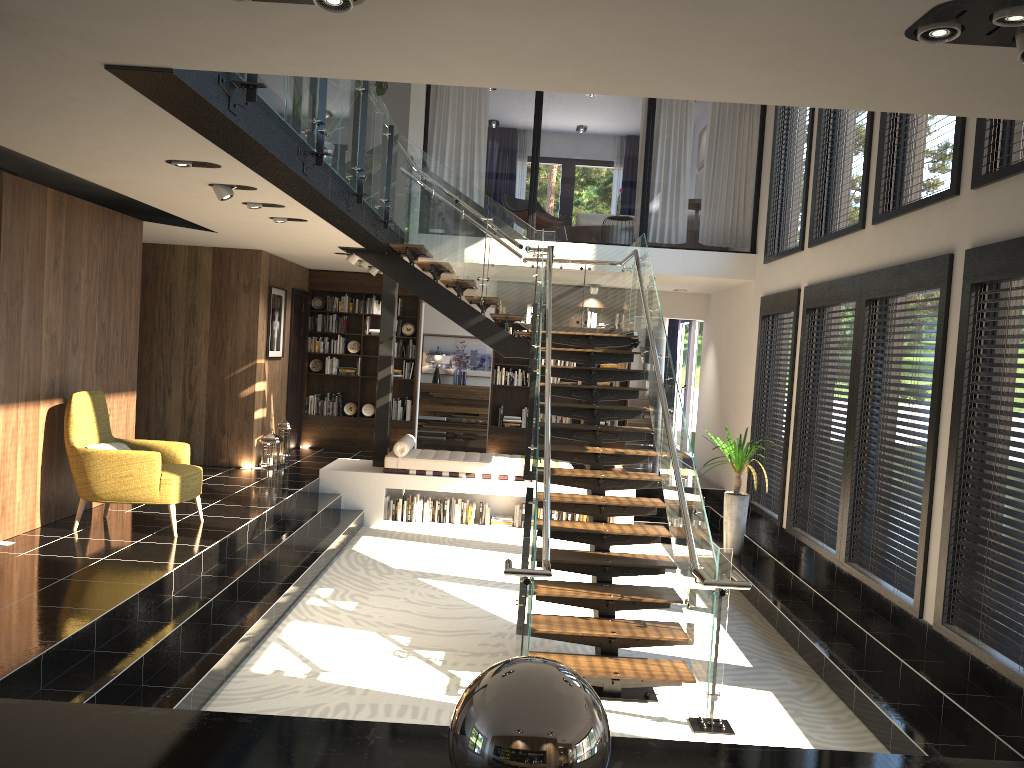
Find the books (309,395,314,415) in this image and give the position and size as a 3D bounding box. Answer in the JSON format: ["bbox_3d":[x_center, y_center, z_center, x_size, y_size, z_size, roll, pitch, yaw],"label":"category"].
[{"bbox_3d":[-3.063,0.320,13.531,0.014,0.282,0.232,4,3,0],"label":"books"}]

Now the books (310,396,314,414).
[{"bbox_3d":[-3.041,0.320,13.548,0.030,0.283,0.170,4,3,0],"label":"books"}]

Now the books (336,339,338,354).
[{"bbox_3d":[-2.645,-0.570,13.500,0.027,0.214,0.159,4,3,0],"label":"books"}]

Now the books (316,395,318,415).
[{"bbox_3d":[-2.964,0.316,13.548,0.018,0.302,0.195,4,3,0],"label":"books"}]

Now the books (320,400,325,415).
[{"bbox_3d":[-2.893,0.363,13.518,0.021,0.217,0.220,4,2,0],"label":"books"}]

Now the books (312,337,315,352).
[{"bbox_3d":[-2.998,-0.601,13.468,0.022,0.235,0.194,4,3,0],"label":"books"}]

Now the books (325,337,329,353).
[{"bbox_3d":[-2.811,-0.591,13.475,0.026,0.237,0.164,4,3,0],"label":"books"}]

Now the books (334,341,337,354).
[{"bbox_3d":[-2.672,-0.561,13.477,0.025,0.194,0.172,4,2,0],"label":"books"}]

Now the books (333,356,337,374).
[{"bbox_3d":[-2.695,-0.287,13.494,0.032,0.279,0.133,4,3,0],"label":"books"}]

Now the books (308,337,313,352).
[{"bbox_3d":[-3.069,-0.601,13.503,0.030,0.224,0.165,4,3,0],"label":"books"}]

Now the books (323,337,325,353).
[{"bbox_3d":[-2.842,-0.592,13.496,0.036,0.235,0.169,4,3,0],"label":"books"}]

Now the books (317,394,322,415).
[{"bbox_3d":[-2.945,0.316,13.542,0.020,0.304,0.189,4,3,0],"label":"books"}]

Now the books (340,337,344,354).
[{"bbox_3d":[-2.583,-0.588,13.478,0.021,0.260,0.197,4,3,0],"label":"books"}]

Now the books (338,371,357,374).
[{"bbox_3d":[-2.505,-0.179,13.509,0.266,0.021,0.152,3,2,-1],"label":"books"}]

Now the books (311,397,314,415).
[{"bbox_3d":[-3.016,0.330,13.517,0.022,0.269,0.215,4,3,0],"label":"books"}]

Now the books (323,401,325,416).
[{"bbox_3d":[-2.840,0.364,13.535,0.026,0.222,0.209,4,2,0],"label":"books"}]

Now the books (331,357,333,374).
[{"bbox_3d":[-2.723,-0.282,13.502,0.024,0.265,0.147,4,3,0],"label":"books"}]

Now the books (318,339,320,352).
[{"bbox_3d":[-2.924,-0.585,13.517,0.018,0.208,0.126,4,3,0],"label":"books"}]

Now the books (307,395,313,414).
[{"bbox_3d":[-3.086,0.314,13.563,0.032,0.288,0.179,4,3,0],"label":"books"}]

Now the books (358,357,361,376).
[{"bbox_3d":[-2.308,-0.266,13.477,0.018,0.286,0.157,4,3,0],"label":"books"}]

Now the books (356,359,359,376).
[{"bbox_3d":[-2.333,-0.256,13.502,0.032,0.262,0.157,4,3,0],"label":"books"}]

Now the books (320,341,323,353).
[{"bbox_3d":[-2.879,-0.567,13.483,0.035,0.181,0.164,4,2,0],"label":"books"}]

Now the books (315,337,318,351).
[{"bbox_3d":[-2.978,-0.600,13.515,0.018,0.232,0.123,4,3,0],"label":"books"}]

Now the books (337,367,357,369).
[{"bbox_3d":[-2.501,-0.244,13.486,0.292,0.013,0.187,4,2,3],"label":"books"}]

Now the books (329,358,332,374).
[{"bbox_3d":[-2.751,-0.274,13.509,0.032,0.245,0.120,4,3,0],"label":"books"}]

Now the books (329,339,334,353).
[{"bbox_3d":[-2.746,-0.577,13.496,0.053,0.216,0.151,4,3,0],"label":"books"}]

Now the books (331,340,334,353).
[{"bbox_3d":[-2.712,-0.568,13.462,0.016,0.206,0.204,4,2,0],"label":"books"}]

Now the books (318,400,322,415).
[{"bbox_3d":[-2.920,0.363,13.566,0.035,0.212,0.159,4,3,0],"label":"books"}]

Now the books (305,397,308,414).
[{"bbox_3d":[-3.118,0.326,13.556,0.032,0.262,0.194,4,3,0],"label":"books"}]

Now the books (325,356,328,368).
[{"bbox_3d":[-2.822,-0.287,13.509,0.020,0.264,0.152,4,3,0],"label":"books"}]

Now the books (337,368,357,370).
[{"bbox_3d":[-2.503,-0.230,13.494,0.293,0.016,0.174,3,2,-1],"label":"books"}]

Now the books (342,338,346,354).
[{"bbox_3d":[-2.561,-0.580,13.500,0.023,0.245,0.133,4,3,0],"label":"books"}]

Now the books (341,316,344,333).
[{"bbox_3d":[-2.562,-0.904,13.478,0.025,0.263,0.147,4,3,0],"label":"books"}]

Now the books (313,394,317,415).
[{"bbox_3d":[-2.996,0.314,13.521,0.016,0.304,0.217,4,3,0],"label":"books"}]

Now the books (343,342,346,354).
[{"bbox_3d":[-2.544,-0.547,13.491,0.015,0.181,0.136,4,3,0],"label":"books"}]

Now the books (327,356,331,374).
[{"bbox_3d":[-2.776,-0.289,13.483,0.018,0.275,0.144,4,3,0],"label":"books"}]

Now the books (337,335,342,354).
[{"bbox_3d":[-2.620,-0.603,13.474,0.018,0.284,0.197,4,3,0],"label":"books"}]

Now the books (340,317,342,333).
[{"bbox_3d":[-2.588,-0.896,13.474,0.024,0.243,0.144,4,3,0],"label":"books"}]

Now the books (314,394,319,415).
[{"bbox_3d":[-2.980,0.314,13.515,0.015,0.306,0.222,4,3,0],"label":"books"}]

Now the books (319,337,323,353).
[{"bbox_3d":[-2.904,-0.597,13.510,0.019,0.236,0.139,4,3,0],"label":"books"}]

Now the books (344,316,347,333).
[{"bbox_3d":[-2.532,-0.904,13.479,0.035,0.267,0.133,4,3,0],"label":"books"}]

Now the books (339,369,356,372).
[{"bbox_3d":[-2.503,-0.205,13.508,0.244,0.033,0.142,3,2,-4],"label":"books"}]

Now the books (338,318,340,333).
[{"bbox_3d":[-2.607,-0.890,13.469,0.014,0.230,0.172,4,3,0],"label":"books"}]

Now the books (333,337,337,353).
[{"bbox_3d":[-2.693,-0.587,13.488,0.020,0.244,0.154,4,3,0],"label":"books"}]

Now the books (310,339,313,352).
[{"bbox_3d":[-3.033,-0.583,13.499,0.045,0.192,0.164,4,2,0],"label":"books"}]

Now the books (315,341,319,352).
[{"bbox_3d":[-2.953,-0.566,13.497,0.037,0.169,0.148,4,2,0],"label":"books"}]

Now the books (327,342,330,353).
[{"bbox_3d":[-2.787,-0.555,13.490,0.026,0.167,0.173,4,2,0],"label":"books"}]

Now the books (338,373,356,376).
[{"bbox_3d":[-2.506,-0.152,13.508,0.262,0.032,0.154,4,2,2],"label":"books"}]

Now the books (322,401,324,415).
[{"bbox_3d":[-2.868,0.369,13.545,0.029,0.207,0.166,4,3,0],"label":"books"}]

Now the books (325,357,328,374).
[{"bbox_3d":[-2.799,-0.282,13.473,0.026,0.258,0.192,4,3,0],"label":"books"}]

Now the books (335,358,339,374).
[{"bbox_3d":[-2.664,-0.273,13.513,0.030,0.253,0.138,4,3,0],"label":"books"}]
